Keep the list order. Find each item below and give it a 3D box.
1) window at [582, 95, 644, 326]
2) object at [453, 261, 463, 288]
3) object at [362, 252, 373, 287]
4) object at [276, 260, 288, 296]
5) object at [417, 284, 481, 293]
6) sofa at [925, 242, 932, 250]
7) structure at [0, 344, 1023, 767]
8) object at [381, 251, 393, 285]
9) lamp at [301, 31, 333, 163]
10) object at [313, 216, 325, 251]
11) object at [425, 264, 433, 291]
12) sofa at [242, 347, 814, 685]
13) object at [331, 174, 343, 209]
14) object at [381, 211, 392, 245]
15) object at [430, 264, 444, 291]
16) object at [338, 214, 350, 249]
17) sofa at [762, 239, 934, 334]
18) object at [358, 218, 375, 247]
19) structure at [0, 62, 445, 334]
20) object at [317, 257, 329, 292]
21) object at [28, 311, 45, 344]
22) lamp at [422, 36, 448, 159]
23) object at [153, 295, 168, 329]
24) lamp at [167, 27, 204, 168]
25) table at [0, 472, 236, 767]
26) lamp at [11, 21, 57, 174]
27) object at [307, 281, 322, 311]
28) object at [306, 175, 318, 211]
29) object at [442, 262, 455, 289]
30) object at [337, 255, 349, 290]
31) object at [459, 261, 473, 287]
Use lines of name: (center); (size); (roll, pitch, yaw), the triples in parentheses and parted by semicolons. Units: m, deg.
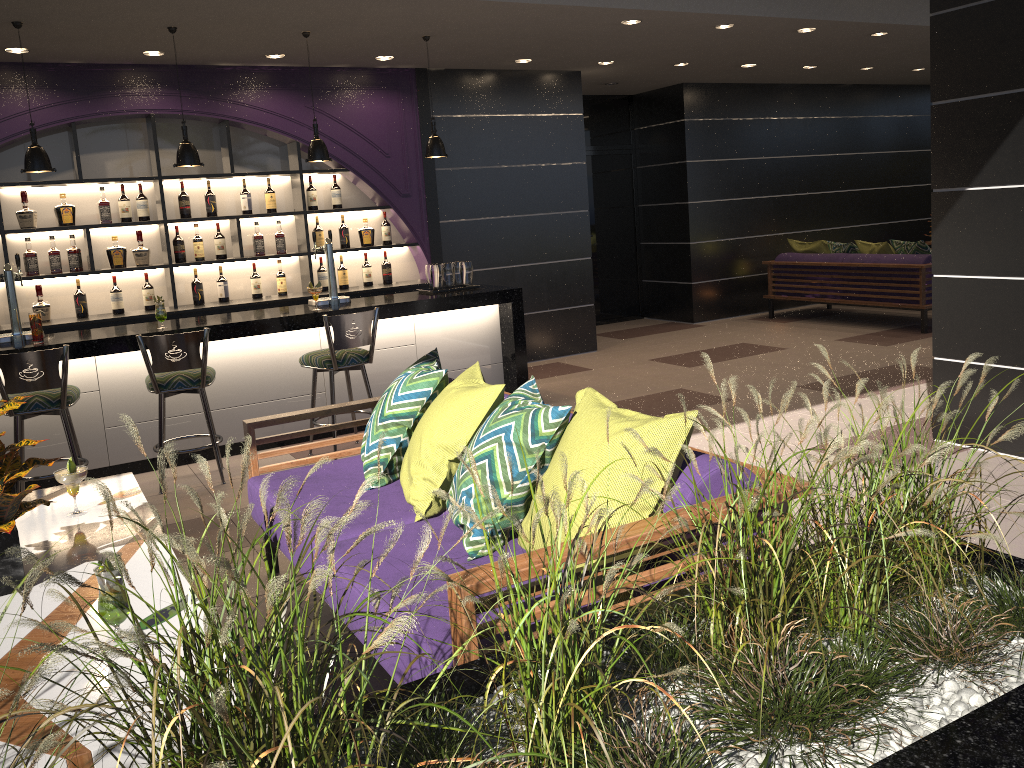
window: (-3.285, -1.234, 7.970); (11.587, 2.737, 1.951); (-10, 11, -28)
object: (-0.411, -0.854, 6.922); (0.106, 0.207, 0.106); (-8, 9, -23)
object: (-1.280, -1.011, 7.807); (0.086, 0.296, 0.087); (-1, 9, 20)
object: (-1.953, -0.899, 7.482); (0.080, 0.297, 0.080); (-8, 9, -26)
object: (-0.488, -0.738, 6.848); (0.438, 0.018, 0.274); (-10, 13, -28)
sofa: (6.220, -1.547, 10.831); (1.123, 0.911, 2.138); (-9, 12, -28)
structure: (-1.242, -0.859, 4.377); (24.814, 3.096, 7.860); (-10, 12, -28)
object: (-1.118, -1.037, 7.882); (0.086, 0.296, 0.087); (-1, 9, 20)
lamp: (-1.361, -1.953, 6.041); (0.163, 0.857, 0.164); (-2, 8, 14)
object: (-1.649, -1.281, 7.541); (0.086, 0.296, 0.087); (-1, 9, 20)
object: (-0.609, -0.818, 6.810); (0.106, 0.207, 0.106); (-8, 9, -23)
sofa: (-0.159, 0.427, 3.127); (1.123, 0.911, 2.138); (-9, 12, -28)
object: (-1.520, -1.659, 7.644); (0.086, 0.295, 0.087); (-1, 9, 20)
object: (-1.120, -1.384, 7.862); (0.086, 0.296, 0.087); (-1, 9, 20)
object: (-0.566, -0.801, 6.710); (0.106, 0.207, 0.106); (-8, 9, -23)
object: (-1.453, -1.318, 7.651); (0.086, 0.295, 0.087); (-1, 9, 20)
sofa: (3.936, -1.159, 9.696); (1.123, 0.911, 2.138); (-9, 12, -28)
object: (-1.276, -1.327, 7.755); (0.151, 0.246, 0.095); (-6, 8, -10)
structure: (-2.682, -1.067, 6.899); (4.647, 2.738, 0.533); (-10, 10, -28)
object: (-1.630, -0.946, 7.609); (0.086, 0.295, 0.087); (-1, 9, 20)
object: (-2.780, -0.334, 5.193); (0.084, 0.188, 0.067); (-5, 8, -4)
lamp: (-0.590, -2.092, 6.464); (0.163, 0.857, 0.164); (-2, 8, 14)
object: (-2.191, -0.451, 5.520); (0.069, 0.209, 0.069); (4, 11, 44)
lamp: (-2.107, -1.819, 5.631); (0.163, 0.857, 0.164); (-2, 8, 14)
table: (-1.405, 0.833, 2.453); (0.945, 0.549, 2.048); (-10, 12, -28)
lamp: (-3.239, -1.615, 5.009); (1.085, 0.857, 0.193); (-10, 9, -28)
object: (-1.331, -0.599, 5.993); (0.106, 0.195, 0.106); (-4, 9, -1)
object: (-1.709, -1.627, 7.548); (0.086, 0.296, 0.087); (-1, 9, 20)
object: (-0.486, -0.827, 6.810); (0.106, 0.207, 0.106); (-8, 9, -23)
object: (-1.469, -0.969, 7.672); (0.086, 0.296, 0.087); (-1, 9, 20)
object: (-0.349, -0.840, 6.825); (0.106, 0.207, 0.106); (-8, 9, -23)
